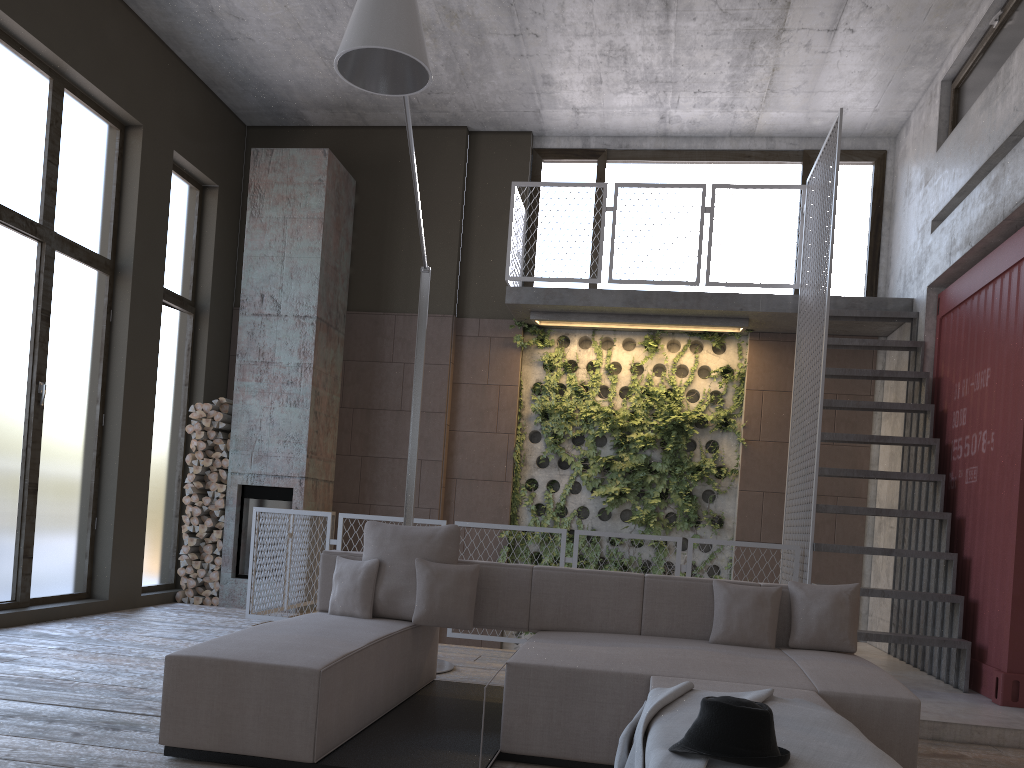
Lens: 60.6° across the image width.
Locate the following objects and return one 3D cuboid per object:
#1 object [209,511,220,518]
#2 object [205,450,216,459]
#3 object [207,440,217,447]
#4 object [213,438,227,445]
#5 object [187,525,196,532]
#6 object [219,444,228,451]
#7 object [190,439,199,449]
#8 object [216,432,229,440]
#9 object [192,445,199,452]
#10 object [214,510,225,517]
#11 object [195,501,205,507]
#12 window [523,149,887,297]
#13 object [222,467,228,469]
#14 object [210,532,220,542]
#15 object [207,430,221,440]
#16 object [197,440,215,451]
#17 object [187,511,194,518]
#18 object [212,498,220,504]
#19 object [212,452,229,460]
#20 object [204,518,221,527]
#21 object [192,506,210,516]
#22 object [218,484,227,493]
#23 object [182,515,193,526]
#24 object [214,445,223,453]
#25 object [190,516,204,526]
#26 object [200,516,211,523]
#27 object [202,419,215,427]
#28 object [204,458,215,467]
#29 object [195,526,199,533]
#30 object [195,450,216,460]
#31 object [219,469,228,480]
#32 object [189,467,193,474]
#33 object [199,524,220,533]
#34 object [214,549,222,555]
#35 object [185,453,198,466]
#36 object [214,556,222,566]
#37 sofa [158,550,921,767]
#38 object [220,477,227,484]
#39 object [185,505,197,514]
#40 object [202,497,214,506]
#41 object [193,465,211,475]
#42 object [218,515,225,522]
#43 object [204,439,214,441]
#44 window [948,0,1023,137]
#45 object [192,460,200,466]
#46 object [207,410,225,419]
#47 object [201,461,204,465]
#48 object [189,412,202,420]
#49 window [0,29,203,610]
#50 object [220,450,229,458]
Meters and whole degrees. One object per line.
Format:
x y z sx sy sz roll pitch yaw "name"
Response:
-2.972 1.338 8.952 0.104 0.101 0.295 3 -8 8 "object"
-2.992 0.734 8.931 0.101 0.086 0.367 3 -8 8 "object"
-2.979 0.608 8.887 0.064 0.073 0.364 4 -9 8 "object"
-2.879 0.598 8.867 0.121 0.067 0.368 3 -9 10 "object"
-3.169 1.469 8.913 0.067 0.066 0.428 3 -9 8 "object"
-2.847 0.668 8.873 0.066 0.084 0.430 4 -9 7 "object"
-3.142 0.625 8.899 0.100 0.102 0.296 3 -8 10 "object"
-2.866 0.537 8.894 0.067 0.070 0.428 3 -9 8 "object"
-3.140 0.660 8.813 0.045 0.072 0.254 4 -8 8 "object"
-2.893 1.321 8.869 0.066 0.084 0.430 4 -9 7 "object"
-3.086 1.215 8.866 0.089 0.056 0.336 3 -9 8 "object"
1.929 -1.532 9.061 3.561 1.742 0.110 3 -1 9 "window"
-2.804 0.816 8.844 0.100 0.102 0.296 3 -8 10 "object"
-2.913 1.550 8.890 0.090 0.088 0.461 3 -9 8 "object"
-2.940 0.539 8.875 0.090 0.088 0.461 3 -9 7 "object"
-3.056 0.631 8.840 0.098 0.106 0.298 3 -8 10 "object"
-3.186 1.313 8.809 0.045 0.072 0.254 4 -8 8 "object"
-2.912 1.191 8.890 0.067 0.070 0.428 3 -9 8 "object"
-2.894 0.749 8.905 0.114 0.079 0.440 3 -9 8 "object"
-2.948 1.403 8.859 0.090 0.088 0.461 3 -9 10 "object"
-3.102 1.285 8.837 0.098 0.106 0.298 3 -8 10 "object"
-2.824 1.065 8.865 0.093 0.083 0.485 3 -9 8 "object"
-3.216 1.389 8.885 0.088 0.107 0.370 3 -8 8 "object"
-2.925 0.684 8.956 0.104 0.101 0.295 3 -8 8 "object"
-3.120 1.395 8.913 0.092 0.092 0.443 3 -9 8 "object"
-3.038 1.387 8.927 0.101 0.086 0.367 3 -8 8 "object"
-2.974 0.420 8.869 0.093 0.082 0.486 3 -9 8 "object"
-2.969 0.814 8.891 0.093 0.083 0.485 3 -9 8 "object"
-3.090 1.475 8.901 0.067 0.066 0.428 3 -9 8 "object"
-3.074 0.741 8.917 0.092 0.092 0.443 3 -9 8 "object"
-2.833 0.927 8.834 0.088 0.107 0.370 3 -8 8 "object"
-3.137 0.889 8.875 0.067 0.066 0.428 3 -9 8 "object"
-3.015 1.468 8.887 0.093 0.083 0.485 3 -9 8 "object"
-2.887 1.689 8.870 0.071 0.072 0.428 3 -9 8 "object"
-3.191 0.779 8.891 0.064 0.124 0.368 4 -8 8 "object"
-2.866 1.786 8.874 0.091 0.091 0.443 3 -9 8 "object"
0.155 1.225 3.708 2.993 0.779 3.050 3 -8 9 "sofa"
-2.847 0.984 8.905 0.101 0.086 0.367 3 -8 8 "object"
-3.188 1.278 8.895 0.100 0.102 0.296 3 -8 10 "object"
-2.986 1.193 8.871 0.090 0.088 0.461 3 -9 7 "object"
-3.062 0.882 8.861 0.093 0.083 0.485 3 -9 8 "object"
-2.840 1.355 8.861 0.066 0.084 0.430 4 -9 7 "object"
-3.040 0.561 8.870 0.089 0.056 0.336 3 -9 8 "object"
3.037 -2.939 3.211 0.113 0.601 8.546 4 -9 9 "window"
-3.123 0.816 8.917 0.067 0.066 0.428 3 -9 8 "object"
-2.936 0.330 8.830 0.104 0.083 0.367 3 -8 8 "object"
-2.987 0.817 8.875 0.114 0.079 0.440 3 -9 8 "object"
-3.129 0.347 8.908 0.122 0.068 0.368 3 -9 10 "object"
-3.979 -0.722 4.483 0.209 4.127 9.320 4 -7 8 "window"
-2.819 0.725 8.875 0.071 0.072 0.428 3 -9 8 "object"
